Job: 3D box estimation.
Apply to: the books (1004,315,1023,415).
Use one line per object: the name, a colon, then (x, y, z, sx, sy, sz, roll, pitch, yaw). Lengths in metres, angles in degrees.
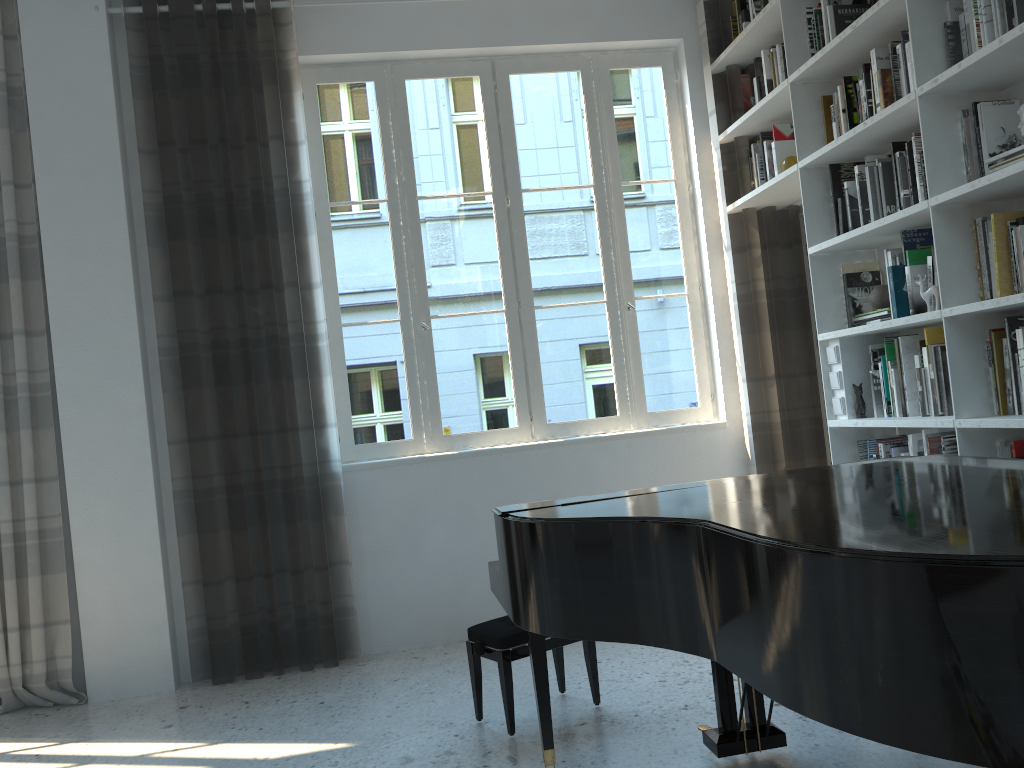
books: (1.664, -0.065, 2.823, 0.166, 0.313, 0.014, -6, -1, -9)

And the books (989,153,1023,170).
books: (1.622, -0.700, 2.714, 0.161, 0.012, 0.254, -6, -2, -12)

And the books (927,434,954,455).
books: (1.634, 0.335, 3.282, 0.176, 0.295, 0.012, -6, -1, -9)

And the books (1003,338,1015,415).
books: (1.664, -0.032, 2.850, 0.162, 0.248, 0.042, -6, -1, -9)

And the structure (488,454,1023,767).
structure: (0.735, 0.668, 2.048, 1.334, 0.832, 1.919, -6, -2, -9)

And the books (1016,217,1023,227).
books: (1.660, -0.402, 2.771, 0.142, 0.247, 0.028, -6, -1, -9)

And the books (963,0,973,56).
books: (1.545, -1.143, 2.865, 0.151, 0.279, 0.026, -6, -1, -9)

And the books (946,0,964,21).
books: (1.543, -1.143, 2.964, 0.159, 0.285, 0.012, -6, -1, -9)

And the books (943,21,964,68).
books: (1.533, -1.103, 2.948, 0.186, 0.207, 0.015, -6, -1, -9)

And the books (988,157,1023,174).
books: (1.619, -0.687, 2.713, 0.161, 0.012, 0.254, -6, -2, -14)

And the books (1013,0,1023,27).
books: (1.569, -1.156, 2.625, 0.189, 0.287, 0.011, -6, -1, -9)

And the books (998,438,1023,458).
books: (1.703, 0.323, 2.941, 0.159, 0.285, 0.012, -6, -1, -9)

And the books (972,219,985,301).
books: (1.623, -0.411, 2.953, 0.159, 0.285, 0.012, -6, -1, -9)

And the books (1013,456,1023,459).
books: (1.699, 0.345, 2.840, 0.172, 0.237, 0.023, -6, -1, -9)

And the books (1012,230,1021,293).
books: (1.645, -0.381, 2.749, 0.180, 0.208, 0.011, -6, -1, -9)

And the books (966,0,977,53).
books: (1.549, -1.136, 2.829, 0.177, 0.262, 0.024, -6, -1, -9)

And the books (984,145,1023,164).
books: (1.617, -0.723, 2.713, 0.159, 0.012, 0.285, -6, -2, -13)

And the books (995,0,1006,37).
books: (1.563, -1.114, 2.701, 0.181, 0.209, 0.011, -6, -1, -9)

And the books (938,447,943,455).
books: (1.657, 0.353, 3.265, 0.153, 0.254, 0.029, -6, -1, -9)

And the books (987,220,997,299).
books: (1.625, -0.403, 2.865, 0.166, 0.263, 0.036, -6, -1, -9)

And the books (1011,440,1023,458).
books: (1.709, 0.319, 2.871, 0.161, 0.288, 0.013, -6, -1, -9)

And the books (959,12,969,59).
books: (1.559, -1.115, 2.930, 0.136, 0.225, 0.029, -6, -1, -9)

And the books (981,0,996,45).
books: (1.546, -1.132, 2.752, 0.184, 0.251, 0.012, -6, -1, -9)

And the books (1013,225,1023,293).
books: (1.644, -0.385, 2.729, 0.175, 0.216, 0.028, -6, -1, -9)

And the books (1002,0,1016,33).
books: (1.567, -1.156, 2.681, 0.176, 0.291, 0.011, -6, -1, -9)

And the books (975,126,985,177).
books: (1.596, -0.742, 2.901, 0.136, 0.209, 0.034, -6, -1, -9)

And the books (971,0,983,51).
books: (1.543, -1.146, 2.800, 0.184, 0.283, 0.010, -6, -1, -9)

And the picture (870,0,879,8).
picture: (1.478, -1.506, 3.437, 0.077, 0.299, 0.300, -6, -1, -9)

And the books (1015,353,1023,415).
books: (1.678, -0.008, 2.804, 0.156, 0.196, 0.024, -6, -1, -9)

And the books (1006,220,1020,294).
books: (1.641, -0.397, 2.790, 0.153, 0.244, 0.014, -6, -1, -9)

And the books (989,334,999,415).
books: (1.663, -0.043, 2.934, 0.147, 0.275, 0.013, -6, -1, -9)

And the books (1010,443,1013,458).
books: (1.705, 0.323, 2.881, 0.149, 0.282, 0.010, -6, -1, -9)

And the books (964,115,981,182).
books: (1.581, -0.763, 2.940, 0.134, 0.257, 0.024, -6, -1, -9)

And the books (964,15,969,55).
books: (1.563, -1.113, 2.904, 0.140, 0.219, 0.024, -6, -1, -9)

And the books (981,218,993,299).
books: (1.627, -0.408, 2.897, 0.154, 0.275, 0.026, -6, -1, -9)

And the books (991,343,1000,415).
books: (1.657, -0.025, 2.897, 0.157, 0.239, 0.030, -6, -1, -9)

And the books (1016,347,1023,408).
books: (1.676, -0.019, 2.781, 0.172, 0.215, 0.021, -6, -1, -9)

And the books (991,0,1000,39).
books: (1.558, -1.139, 2.722, 0.180, 0.261, 0.009, -6, -1, -9)

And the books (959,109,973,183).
books: (1.583, -0.776, 2.958, 0.159, 0.285, 0.012, -6, -1, -9)

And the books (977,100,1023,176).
books: (1.591, -0.776, 2.874, 0.136, 0.278, 0.021, -6, -1, -9)

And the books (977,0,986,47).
books: (1.543, -1.137, 2.762, 0.189, 0.263, 0.009, -6, -1, -9)

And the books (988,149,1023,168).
books: (1.623, -0.712, 2.714, 0.159, 0.012, 0.285, -6, -2, -7)

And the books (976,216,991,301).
books: (1.618, -0.411, 2.921, 0.145, 0.284, 0.025, -6, -1, -9)

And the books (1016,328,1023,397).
books: (1.673, -0.046, 2.757, 0.185, 0.269, 0.027, -6, -1, -9)

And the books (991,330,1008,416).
books: (1.651, -0.042, 2.876, 0.181, 0.272, 0.012, -6, -1, -9)

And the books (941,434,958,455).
books: (1.649, 0.329, 3.208, 0.172, 0.301, 0.013, -6, -1, -9)

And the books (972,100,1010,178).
books: (1.599, -0.786, 2.926, 0.135, 0.298, 0.011, -6, -1, -9)

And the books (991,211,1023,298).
books: (1.616, -0.409, 2.807, 0.190, 0.274, 0.026, -6, -1, -9)

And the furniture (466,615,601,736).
furniture: (0.076, 1.005, 3.189, 0.467, 0.353, 0.240, -5, -1, -34)

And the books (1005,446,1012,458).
books: (1.707, 0.332, 2.924, 0.134, 0.266, 0.023, -6, -1, -9)

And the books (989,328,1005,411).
books: (1.655, -0.047, 2.919, 0.146, 0.283, 0.013, -6, -1, -9)
